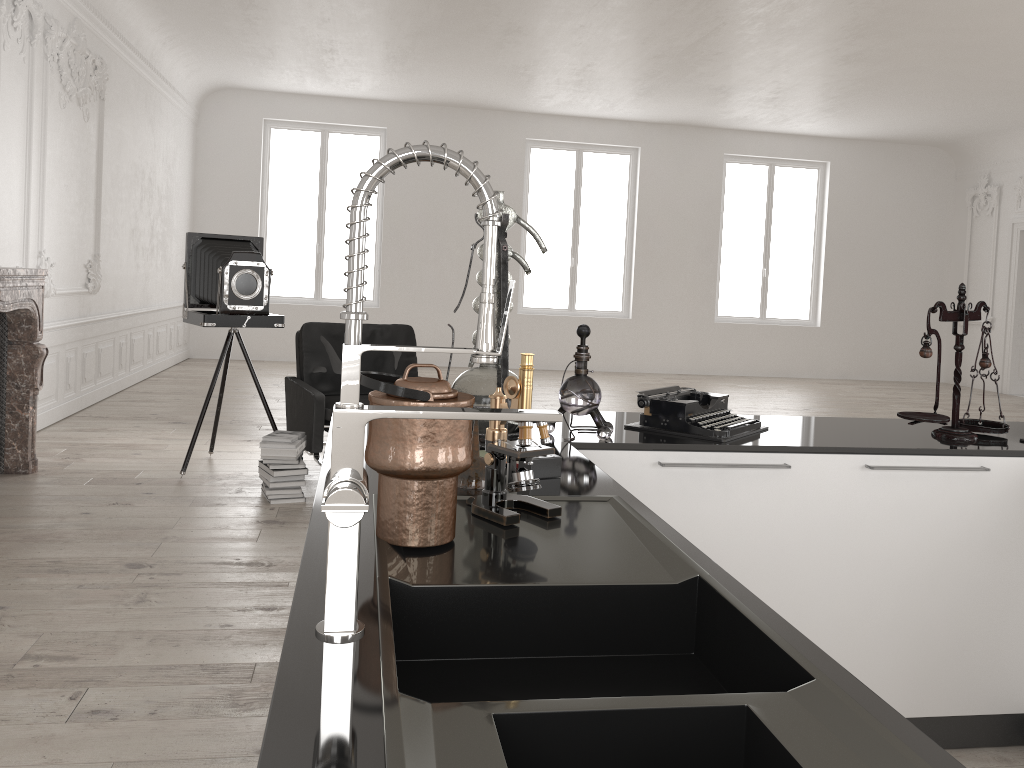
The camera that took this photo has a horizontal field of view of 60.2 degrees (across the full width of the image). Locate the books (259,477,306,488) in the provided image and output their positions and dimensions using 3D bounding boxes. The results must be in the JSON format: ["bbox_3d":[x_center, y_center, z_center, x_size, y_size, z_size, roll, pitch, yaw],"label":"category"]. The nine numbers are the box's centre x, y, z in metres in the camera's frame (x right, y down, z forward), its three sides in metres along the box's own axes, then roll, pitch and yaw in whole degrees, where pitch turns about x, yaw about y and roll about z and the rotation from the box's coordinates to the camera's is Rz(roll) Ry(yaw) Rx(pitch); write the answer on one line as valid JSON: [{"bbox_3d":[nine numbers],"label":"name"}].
[{"bbox_3d":[-1.323,0.546,5.086,0.205,0.026,0.291,-1,7,-28],"label":"books"}]

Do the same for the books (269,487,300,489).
[{"bbox_3d":[-1.328,0.563,5.110,0.172,0.022,0.244,0,7,-22],"label":"books"}]

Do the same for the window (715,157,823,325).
[{"bbox_3d":[4.077,-2.250,14.018,1.724,2.571,0.071,2,2,-10],"label":"window"}]

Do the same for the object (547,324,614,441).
[{"bbox_3d":[0.189,-0.014,2.476,0.203,0.311,0.223,2,4,-12],"label":"object"}]

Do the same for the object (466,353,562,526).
[{"bbox_3d":[0.000,0.087,1.607,0.132,0.290,0.170,0,4,-40],"label":"object"}]

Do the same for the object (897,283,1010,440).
[{"bbox_3d":[1.406,-0.072,2.771,0.513,0.489,0.168,-1,4,-37],"label":"object"}]

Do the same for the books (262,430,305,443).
[{"bbox_3d":[-1.314,0.302,5.097,0.172,0.022,0.244,3,7,5],"label":"books"}]

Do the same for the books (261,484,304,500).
[{"bbox_3d":[-1.325,0.615,5.094,0.198,0.025,0.276,0,7,-24],"label":"books"}]

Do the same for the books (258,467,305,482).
[{"bbox_3d":[-1.331,0.513,5.096,0.199,0.034,0.260,-1,8,-31],"label":"books"}]

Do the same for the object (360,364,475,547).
[{"bbox_3d":[-0.150,0.106,1.436,0.187,0.279,0.208,5,4,31],"label":"object"}]

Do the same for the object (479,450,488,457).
[{"bbox_3d":[-0.063,0.173,2.083,0.093,0.004,0.141,-1,8,-30],"label":"object"}]

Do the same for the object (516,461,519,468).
[{"bbox_3d":[0.019,0.183,1.999,0.026,0.010,0.039,-1,7,-30],"label":"object"}]

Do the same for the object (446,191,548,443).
[{"bbox_3d":[-0.033,-0.181,2.346,0.319,0.648,0.294,5,3,34],"label":"object"}]

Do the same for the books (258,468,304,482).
[{"bbox_3d":[-1.331,0.513,5.096,0.193,0.030,0.254,-1,8,-31],"label":"books"}]

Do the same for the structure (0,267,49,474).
[{"bbox_3d":[-3.053,-0.002,4.666,0.659,1.242,1.553,2,5,-10],"label":"structure"}]

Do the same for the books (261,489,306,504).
[{"bbox_3d":[-1.319,0.641,5.094,0.198,0.025,0.279,0,7,-27],"label":"books"}]

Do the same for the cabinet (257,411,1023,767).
[{"bbox_3d":[0.950,0.695,1.845,2.704,0.878,2.477,2,6,-10],"label":"cabinet"}]

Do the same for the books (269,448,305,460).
[{"bbox_3d":[-1.316,0.395,5.082,0.198,0.025,0.282,2,7,-4],"label":"books"}]

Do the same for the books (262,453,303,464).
[{"bbox_3d":[-1.315,0.420,5.087,0.198,0.025,0.276,2,7,-8],"label":"books"}]

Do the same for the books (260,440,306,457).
[{"bbox_3d":[-1.307,0.364,5.067,0.198,0.041,0.312,2,7,-3],"label":"books"}]

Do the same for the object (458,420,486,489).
[{"bbox_3d":[-0.077,0.139,1.825,0.111,0.131,0.111,3,4,-4],"label":"object"}]

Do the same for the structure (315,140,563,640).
[{"bbox_3d":[-0.077,0.007,1.041,0.279,0.580,0.131,2,2,-10],"label":"structure"}]

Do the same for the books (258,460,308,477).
[{"bbox_3d":[-1.316,0.480,5.076,0.199,0.034,0.301,-1,8,-32],"label":"books"}]

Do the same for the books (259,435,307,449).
[{"bbox_3d":[-1.312,0.329,5.075,0.205,0.026,0.291,3,7,-2],"label":"books"}]

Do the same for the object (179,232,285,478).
[{"bbox_3d":[-1.855,-0.218,5.790,0.711,1.517,0.658,1,3,-35],"label":"object"}]

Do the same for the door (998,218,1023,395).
[{"bbox_3d":[7.759,-1.052,12.436,0.654,2.583,1.569,2,3,-10],"label":"door"}]

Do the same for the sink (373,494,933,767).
[{"bbox_3d":[0.068,0.357,1.146,0.485,0.140,1.172,2,7,-10],"label":"sink"}]

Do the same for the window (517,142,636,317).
[{"bbox_3d":[0.996,-2.340,13.490,1.724,2.571,0.071,2,2,-10],"label":"window"}]

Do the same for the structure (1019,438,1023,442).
[{"bbox_3d":[1.890,0.212,2.505,0.506,0.021,0.632,2,7,-10],"label":"structure"}]

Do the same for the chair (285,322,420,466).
[{"bbox_3d":[-0.942,0.099,5.849,0.973,0.959,1.093,1,5,-25],"label":"chair"}]

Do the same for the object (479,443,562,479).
[{"bbox_3d":[0.024,0.158,2.072,0.123,0.045,0.378,1,7,-21],"label":"object"}]

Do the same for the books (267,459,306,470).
[{"bbox_3d":[-1.309,0.447,5.087,0.198,0.025,0.279,0,7,-22],"label":"books"}]

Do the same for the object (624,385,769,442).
[{"bbox_3d":[0.567,0.080,2.694,0.318,0.110,0.384,7,8,35],"label":"object"}]

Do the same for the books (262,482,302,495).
[{"bbox_3d":[-1.325,0.589,5.089,0.198,0.025,0.282,0,7,-20],"label":"books"}]

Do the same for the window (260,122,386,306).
[{"bbox_3d":[-2.755,-2.450,12.847,1.724,2.571,0.071,2,2,-10],"label":"window"}]
